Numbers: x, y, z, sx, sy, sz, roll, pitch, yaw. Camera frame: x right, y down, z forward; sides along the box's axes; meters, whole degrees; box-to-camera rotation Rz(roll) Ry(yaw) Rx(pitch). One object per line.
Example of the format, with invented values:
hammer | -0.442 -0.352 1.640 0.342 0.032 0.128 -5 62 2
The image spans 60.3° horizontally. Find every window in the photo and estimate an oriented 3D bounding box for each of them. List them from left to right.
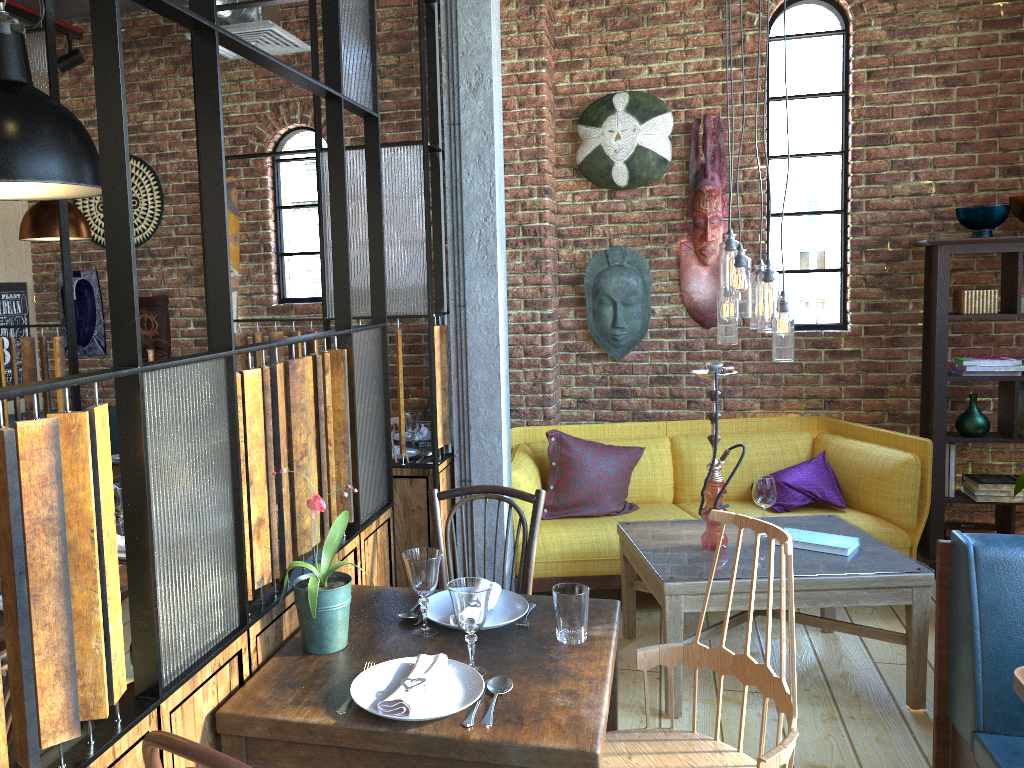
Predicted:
window | 1.812 -0.773 2.130 3.331 2.423 8.828 -5 7 -23

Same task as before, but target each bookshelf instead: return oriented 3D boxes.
bookshelf | 2.420 0.122 4.308 0.835 1.663 0.310 0 5 14

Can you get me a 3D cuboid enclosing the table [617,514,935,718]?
table | 0.955 0.865 3.416 0.934 0.507 0.754 -2 6 -2

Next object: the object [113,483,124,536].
object | -1.301 0.433 2.939 0.103 0.191 0.094 3 7 37

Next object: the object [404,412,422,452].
object | -0.483 0.239 4.298 0.103 0.191 0.094 2 7 33

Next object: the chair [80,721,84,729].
chair | -1.837 0.801 3.052 0.536 0.912 0.395 0 6 18

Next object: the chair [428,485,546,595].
chair | -0.088 0.799 2.546 0.411 0.912 0.516 -1 6 6

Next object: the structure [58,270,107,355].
structure | -2.853 -0.465 5.804 0.331 0.558 0.112 0 5 14

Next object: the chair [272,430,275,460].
chair | -1.031 0.594 4.535 0.505 0.912 0.419 -4 6 -22

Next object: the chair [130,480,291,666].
chair | -0.957 0.795 2.839 0.520 0.912 0.407 -2 5 -2

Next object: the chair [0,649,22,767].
chair | -1.155 0.937 1.712 0.536 0.912 0.395 0 6 18

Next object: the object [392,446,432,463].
object | -0.557 0.327 4.184 0.334 0.051 0.263 0 7 16

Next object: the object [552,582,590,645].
object | 0.136 0.527 2.020 0.085 0.119 0.084 -2 6 2

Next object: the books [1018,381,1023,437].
books | 2.529 0.117 4.287 0.087 0.272 0.169 -1 6 11

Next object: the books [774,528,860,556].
books | 1.153 0.597 3.348 0.285 0.028 0.154 3 8 36

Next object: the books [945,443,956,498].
books | 2.421 0.268 4.329 0.599 0.573 0.187 0 5 13

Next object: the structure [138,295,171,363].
structure | -2.319 -0.240 5.673 0.266 0.653 0.157 0 5 13

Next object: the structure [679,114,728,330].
structure | 1.059 -0.864 4.777 0.217 1.143 0.236 -5 6 -32

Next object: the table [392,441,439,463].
table | -0.569 0.685 4.456 0.767 0.725 0.736 0 6 12

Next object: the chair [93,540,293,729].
chair | -0.848 0.850 2.347 0.573 0.918 0.421 2 6 30

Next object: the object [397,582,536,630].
object | -0.111 0.549 2.197 0.334 0.051 0.263 0 7 16

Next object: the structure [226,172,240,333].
structure | -1.815 -0.769 5.496 0.237 1.117 0.091 0 5 14

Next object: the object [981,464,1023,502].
object | 2.354 0.299 3.468 0.717 1.524 0.872 -3 6 -9

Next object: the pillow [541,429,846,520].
pillow | 0.863 0.420 4.402 1.502 0.452 0.399 -2 6 3

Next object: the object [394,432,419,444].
object | -0.527 0.271 4.641 0.334 0.051 0.263 0 7 16

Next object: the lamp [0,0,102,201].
lamp | -1.479 -1.221 2.528 0.549 1.323 0.511 1 6 25

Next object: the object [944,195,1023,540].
object | 2.430 -0.020 4.278 0.618 1.756 0.323 -1 5 8

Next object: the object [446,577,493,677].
object | -0.087 0.518 1.864 0.094 0.191 0.102 -5 6 -30

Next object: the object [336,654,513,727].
object | -0.173 0.604 1.765 0.334 0.051 0.263 0 7 16

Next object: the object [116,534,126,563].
object | -1.182 0.510 2.850 0.277 0.051 0.317 0 7 15

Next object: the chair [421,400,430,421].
chair | -0.438 0.515 5.015 0.458 0.918 0.526 2 7 34

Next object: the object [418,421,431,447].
object | -0.440 0.254 4.465 0.088 0.119 0.080 4 8 43

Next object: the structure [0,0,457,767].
structure | -2.742 -0.219 1.792 6.009 3.317 5.891 -2 6 -4

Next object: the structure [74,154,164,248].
structure | -2.539 -1.173 5.664 0.675 0.617 0.078 0 5 13

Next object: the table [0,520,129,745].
table | -1.413 0.922 2.737 0.743 0.725 1.012 -1 6 12

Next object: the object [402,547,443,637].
object | -0.209 0.495 2.089 0.097 0.191 0.100 -3 6 -12

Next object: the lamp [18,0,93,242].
lamp | -2.465 -1.438 4.673 0.372 1.331 0.365 -1 5 5

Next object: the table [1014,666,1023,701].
table | 1.389 1.044 1.157 0.840 0.659 1.512 -1 7 11

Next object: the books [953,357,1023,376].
books | 2.331 -0.085 4.312 0.275 0.080 0.175 0 7 13

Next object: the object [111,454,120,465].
object | -2.193 0.412 5.000 0.334 0.051 0.263 0 7 16

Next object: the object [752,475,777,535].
object | 1.006 0.482 3.514 0.087 0.228 0.095 -6 7 -39

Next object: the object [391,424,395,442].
object | -0.631 0.263 4.445 0.088 0.119 0.080 4 8 43

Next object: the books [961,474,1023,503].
books | 2.409 0.511 4.330 0.310 0.087 0.239 0 7 15

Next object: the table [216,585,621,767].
table | -0.145 0.961 2.034 0.767 0.725 0.736 0 6 12

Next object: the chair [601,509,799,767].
chair | 0.392 0.817 1.944 0.440 1.003 0.549 -3 6 -16

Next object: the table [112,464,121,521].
table | -2.391 0.766 4.850 0.760 0.601 0.730 0 6 12

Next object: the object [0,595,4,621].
object | -1.250 0.566 2.407 0.277 0.051 0.317 0 7 15

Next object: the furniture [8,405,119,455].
furniture | -2.602 0.630 5.119 1.475 0.820 1.464 -1 7 12

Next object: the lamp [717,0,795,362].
lamp | 0.780 -1.141 3.325 0.526 2.114 0.276 2 7 37

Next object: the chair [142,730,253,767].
chair | -0.317 0.932 1.503 0.458 0.918 0.526 2 7 34

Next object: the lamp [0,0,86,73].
lamp | -2.329 -1.635 1.839 6.402 0.273 7.094 -1 7 12

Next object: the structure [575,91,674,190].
structure | 0.608 -1.324 4.798 0.543 0.519 0.144 0 5 14

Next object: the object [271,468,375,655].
object | -0.429 0.393 2.030 0.199 0.425 0.146 -7 8 -44

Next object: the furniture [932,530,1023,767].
furniture | 1.655 0.963 1.071 1.394 0.820 2.565 -1 7 11

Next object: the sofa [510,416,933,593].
sofa | 0.878 0.623 4.382 1.990 0.761 0.794 -2 6 -1

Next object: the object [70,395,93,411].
object | -2.221 0.282 4.522 0.145 0.425 0.205 -3 6 -10

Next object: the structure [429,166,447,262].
structure | -0.644 -0.991 5.166 0.602 0.725 0.124 0 5 14

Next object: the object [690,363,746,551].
object | 0.763 0.280 3.284 0.170 0.702 0.259 -1 5 3

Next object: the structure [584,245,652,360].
structure | 0.586 -0.448 4.887 0.376 0.638 0.101 0 5 15

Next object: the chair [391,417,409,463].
chair | -0.598 0.620 3.881 0.536 1.003 0.452 -2 5 -1
